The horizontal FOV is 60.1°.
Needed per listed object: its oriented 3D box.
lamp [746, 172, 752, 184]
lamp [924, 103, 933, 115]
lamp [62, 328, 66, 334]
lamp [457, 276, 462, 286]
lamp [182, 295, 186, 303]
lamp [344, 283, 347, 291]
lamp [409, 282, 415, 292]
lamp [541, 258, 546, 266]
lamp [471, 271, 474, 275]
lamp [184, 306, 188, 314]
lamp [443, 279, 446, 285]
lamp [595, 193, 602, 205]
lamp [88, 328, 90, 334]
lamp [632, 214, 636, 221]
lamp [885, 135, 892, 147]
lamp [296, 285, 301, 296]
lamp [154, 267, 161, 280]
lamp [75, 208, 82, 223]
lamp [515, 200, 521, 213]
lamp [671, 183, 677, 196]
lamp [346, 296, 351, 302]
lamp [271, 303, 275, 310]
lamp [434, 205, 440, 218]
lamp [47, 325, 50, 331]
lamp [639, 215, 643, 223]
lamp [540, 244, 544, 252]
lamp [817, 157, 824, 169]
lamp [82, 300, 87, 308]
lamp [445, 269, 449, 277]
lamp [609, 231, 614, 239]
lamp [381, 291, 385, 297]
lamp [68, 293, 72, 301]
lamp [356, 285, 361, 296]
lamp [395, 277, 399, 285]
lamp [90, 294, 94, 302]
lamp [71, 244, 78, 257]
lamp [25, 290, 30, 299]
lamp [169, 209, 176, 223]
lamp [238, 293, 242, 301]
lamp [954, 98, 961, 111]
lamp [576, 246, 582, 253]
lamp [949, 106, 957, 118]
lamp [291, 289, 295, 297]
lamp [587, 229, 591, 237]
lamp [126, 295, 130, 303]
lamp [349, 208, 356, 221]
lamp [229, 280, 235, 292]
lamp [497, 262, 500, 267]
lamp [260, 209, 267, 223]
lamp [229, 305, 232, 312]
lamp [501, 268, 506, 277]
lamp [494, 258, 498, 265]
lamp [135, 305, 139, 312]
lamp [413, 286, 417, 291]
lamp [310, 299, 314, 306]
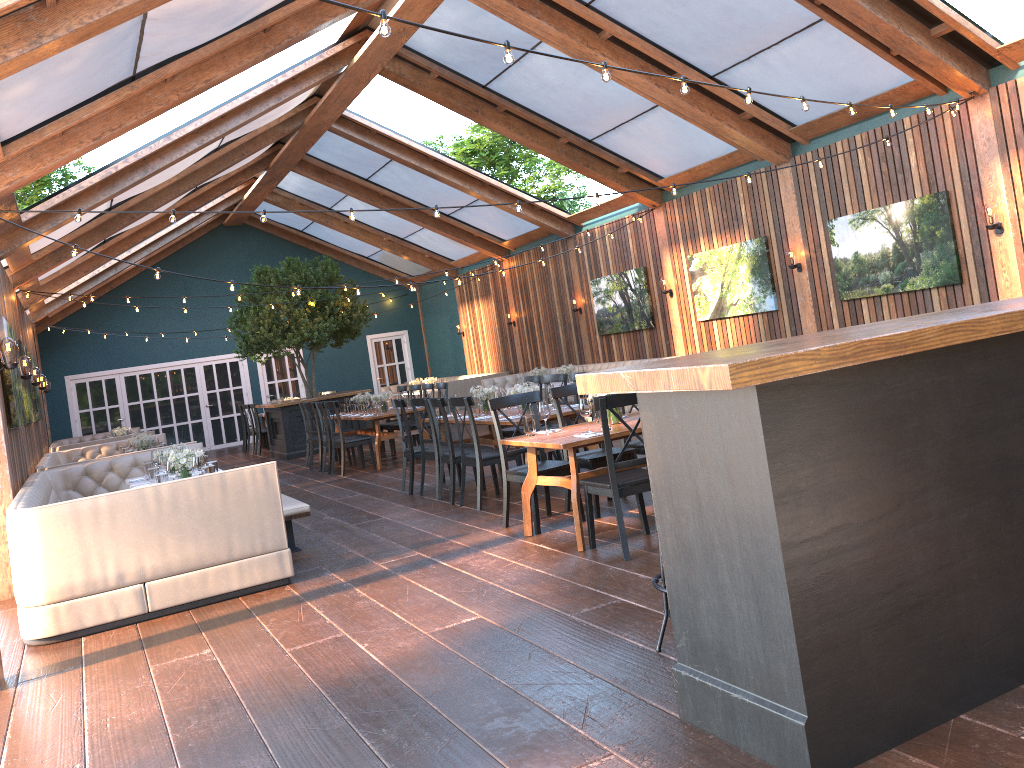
[{"bbox_3d":[2.289,-1.992,8.551,0.056,0.121,0.056,-9,-1,7],"label":"lamp"},{"bbox_3d":[3.795,-2.508,8.064,0.061,0.119,0.056,-8,-1,-10],"label":"lamp"},{"bbox_3d":[-8.770,-1.041,17.307,0.076,0.114,0.056,-9,-1,19],"label":"lamp"},{"bbox_3d":[-0.662,-1.292,11.075,0.056,0.121,0.056,-9,-1,-7],"label":"lamp"},{"bbox_3d":[-4.708,-1.217,12.702,0.056,0.121,0.056,-8,-1,-14],"label":"lamp"},{"bbox_3d":[-2.471,-1.434,13.109,0.056,0.121,0.056,-9,-1,39],"label":"lamp"},{"bbox_3d":[-1.192,-1.161,10.540,0.056,0.120,0.056,-8,-1,-21],"label":"lamp"},{"bbox_3d":[0.427,-1.670,12.098,0.056,0.121,0.056,-9,-1,1],"label":"lamp"},{"bbox_3d":[-0.804,-2.261,18.131,0.064,0.118,0.056,-8,-1,-18],"label":"lamp"},{"bbox_3d":[-5.156,-1.171,13.966,0.056,0.120,0.056,-9,-1,30],"label":"lamp"},{"bbox_3d":[-1.347,-2.037,17.636,0.056,0.121,0.056,-8,-1,-44],"label":"lamp"},{"bbox_3d":[0.809,-1.736,8.303,0.056,0.121,0.056,-9,-1,32],"label":"lamp"},{"bbox_3d":[-8.572,-1.067,17.923,0.056,0.121,0.056,-8,-1,-42],"label":"lamp"},{"bbox_3d":[1.893,-2.591,13.794,0.056,0.121,0.056,-9,-1,-5],"label":"lamp"},{"bbox_3d":[3.739,-2.415,8.795,0.056,0.118,0.066,-9,0,3],"label":"lamp"},{"bbox_3d":[-2.293,-1.000,9.477,0.056,0.120,0.056,-9,-1,24],"label":"lamp"},{"bbox_3d":[-3.374,-1.053,8.412,0.056,0.119,0.059,-9,-1,5],"label":"lamp"},{"bbox_3d":[-3.683,-1.429,7.508,0.064,0.118,0.057,-9,-1,37],"label":"lamp"},{"bbox_3d":[0.055,-1.638,8.174,0.057,0.120,0.056,-8,-1,-33],"label":"lamp"},{"bbox_3d":[1.546,-1.856,8.438,0.059,0.119,0.057,-9,-1,43],"label":"lamp"},{"bbox_3d":[-2.968,-1.548,16.076,0.060,0.119,0.056,-8,-1,-41],"label":"lamp"},{"bbox_3d":[-4.065,-1.324,15.029,0.056,0.121,0.056,-9,-1,44],"label":"lamp"},{"bbox_3d":[-0.688,-1.568,8.042,0.056,0.121,0.056,-8,-1,-12],"label":"lamp"},{"bbox_3d":[-9.100,-1.103,17.373,0.056,0.120,0.056,-9,-1,33],"label":"lamp"},{"bbox_3d":[1.979,-2.529,13.590,0.063,0.119,0.056,-8,-1,-43],"label":"lamp"},{"bbox_3d":[0.464,-2.095,13.608,0.064,0.119,0.056,-8,-1,-33],"label":"lamp"},{"bbox_3d":[3.024,-2.170,8.672,0.056,0.121,0.056,-8,-1,-11],"label":"lamp"},{"bbox_3d":[-6.225,-1.169,12.884,0.056,0.118,0.065,-9,0,22],"label":"lamp"},{"bbox_3d":[-0.994,-1.683,13.382,0.056,0.117,0.067,-9,0,27],"label":"lamp"},{"bbox_3d":[1.477,-2.204,13.099,0.060,0.119,0.056,-9,-1,-4],"label":"lamp"},{"bbox_3d":[-2.417,-1.686,16.594,0.060,0.119,0.056,-9,-1,-3],"label":"lamp"},{"bbox_3d":[-6.204,-1.222,12.412,0.056,0.120,0.056,-9,-1,29],"label":"lamp"},{"bbox_3d":[-1.744,-1.060,10.013,0.056,0.121,0.056,-8,-1,-28],"label":"lamp"},{"bbox_3d":[-1.726,-1.548,13.241,0.056,0.121,0.056,-8,-1,-11],"label":"lamp"},{"bbox_3d":[-5.920,-1.217,12.469,0.056,0.121,0.056,-8,-1,-24],"label":"lamp"},{"bbox_3d":[-3.900,-1.189,7.888,0.069,0.117,0.056,-8,-1,-20],"label":"lamp"},{"bbox_3d":[-6.775,-1.249,12.366,0.056,0.119,0.061,-9,0,9],"label":"lamp"},{"bbox_3d":[-2.940,-1.451,7.655,0.056,0.114,0.075,-8,0,-28],"label":"lamp"},{"bbox_3d":[-3.960,-1.263,12.842,0.056,0.121,0.056,-8,-1,-17],"label":"lamp"},{"bbox_3d":[4.322,-2.710,8.592,0.056,0.120,0.056,-9,-1,25],"label":"lamp"},{"bbox_3d":[0.956,-1.917,12.604,0.071,0.116,0.056,-9,-1,-4],"label":"lamp"},{"bbox_3d":[4.431,-2.734,8.891,0.065,0.118,0.056,-9,-1,24],"label":"lamp"},{"bbox_3d":[-3.212,-1.338,12.985,0.056,0.121,0.056,-9,-1,14],"label":"lamp"},{"bbox_3d":[1.185,-2.342,13.698,0.056,0.120,0.056,-9,-1,16],"label":"lamp"},{"bbox_3d":[-5.452,-1.203,12.562,0.056,0.121,0.056,-9,-1,-2],"label":"lamp"},{"bbox_3d":[-1.429,-1.517,7.900,0.056,0.121,0.056,-9,-1,39],"label":"lamp"},{"bbox_3d":[-2.830,-0.994,8.939,0.056,0.120,0.056,-8,-1,-29],"label":"lamp"},{"bbox_3d":[-0.284,-2.519,18.648,0.056,0.120,0.056,-9,-1,3],"label":"lamp"},{"bbox_3d":[-2.187,-1.480,7.795,0.074,0.114,0.056,-9,-1,19],"label":"lamp"},{"bbox_3d":[-4.617,-1.234,14.506,0.057,0.120,0.056,-8,-1,-39],"label":"lamp"},{"bbox_3d":[-0.111,-1.462,11.585,0.056,0.121,0.056,-8,-1,-39],"label":"lamp"},{"bbox_3d":[-0.251,-1.867,13.487,0.056,0.121,0.056,-9,-1,-5],"label":"lamp"},{"bbox_3d":[-5.684,-1.146,13.417,0.056,0.119,0.062,-9,0,15],"label":"lamp"},{"bbox_3d":[-1.877,-1.847,17.107,0.056,0.117,0.067,-8,0,-29],"label":"lamp"},{"bbox_3d":[-3.523,-1.429,15.564,0.056,0.121,0.056,-9,-1,-1],"label":"lamp"}]
